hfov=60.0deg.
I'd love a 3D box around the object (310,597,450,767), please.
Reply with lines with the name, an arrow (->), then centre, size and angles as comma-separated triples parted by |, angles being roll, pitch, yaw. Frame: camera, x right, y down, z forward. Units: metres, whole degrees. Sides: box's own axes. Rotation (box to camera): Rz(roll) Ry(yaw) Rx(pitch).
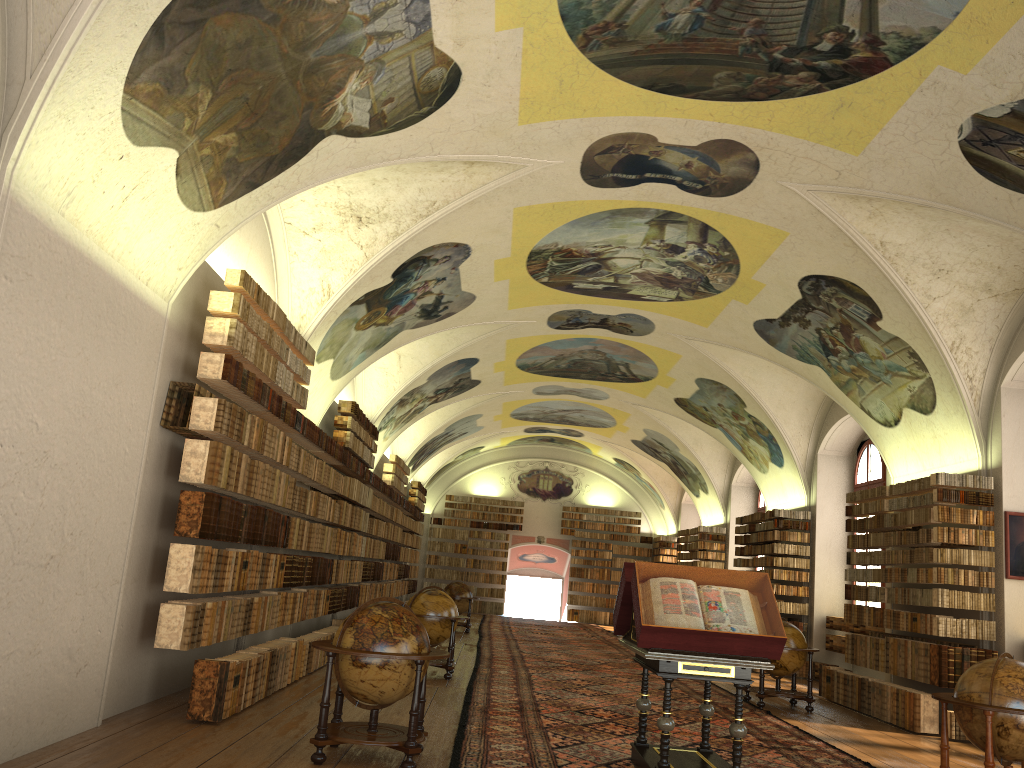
object -> -1.232, 2.700, 8.177 | 1.282, 1.443, 1.281 | 14, -14, -37

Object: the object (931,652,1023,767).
object -> 4.586, 3.228, 8.199 | 1.279, 1.443, 1.283 | -3, -14, 36

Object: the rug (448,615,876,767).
rug -> 1.531, 5.747, 18.025 | 4.704, 0.064, 37.046 | 5, -12, 0

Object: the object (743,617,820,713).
object -> 4.448, 4.624, 14.781 | 1.282, 1.443, 1.281 | 14, -14, -37

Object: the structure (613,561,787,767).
structure -> 1.670, 2.739, 8.400 | 1.245, 1.974, 1.898 | 5, -11, 0

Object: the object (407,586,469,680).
object -> -1.371, 4.096, 14.759 | 1.279, 1.443, 1.283 | -3, -14, 36

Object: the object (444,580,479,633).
object -> -1.604, 6.374, 25.505 | 1.280, 1.443, 1.283 | -5, -15, 41
